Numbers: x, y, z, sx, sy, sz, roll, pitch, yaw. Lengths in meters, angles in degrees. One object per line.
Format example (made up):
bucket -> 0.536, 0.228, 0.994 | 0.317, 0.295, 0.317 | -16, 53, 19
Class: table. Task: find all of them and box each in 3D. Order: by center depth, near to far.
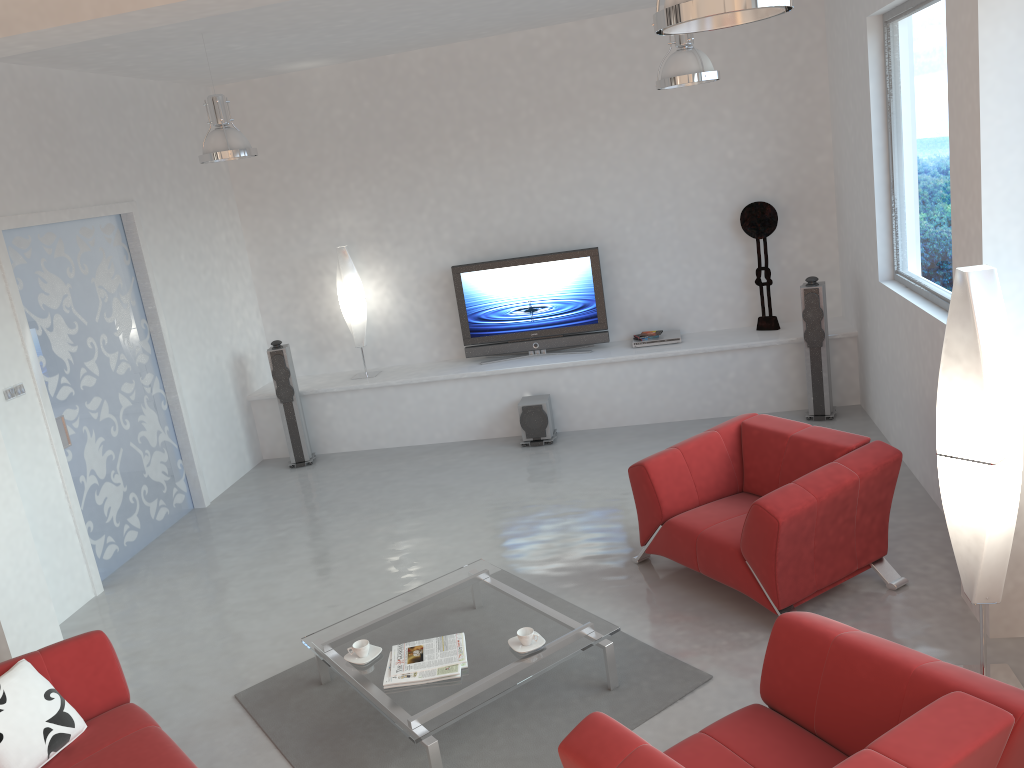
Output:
table -> -0.258, 1.328, 4.278 | 1.097, 0.286, 1.162 | -18, 17, -33

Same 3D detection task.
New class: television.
television -> 0.173, -0.715, 8.174 | 1.356, 0.919, 0.343 | -6, 14, 11

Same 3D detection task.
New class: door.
door -> -2.989, 0.016, 6.491 | 0.240, 2.550, 1.600 | -6, 14, 11

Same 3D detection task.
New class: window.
window -> 2.475, -1.305, 5.015 | 0.100, 1.800, 2.400 | -6, 14, 11

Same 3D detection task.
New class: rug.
rug -> -0.247, 1.471, 4.306 | 1.700, 0.025, 1.700 | -18, 17, -33

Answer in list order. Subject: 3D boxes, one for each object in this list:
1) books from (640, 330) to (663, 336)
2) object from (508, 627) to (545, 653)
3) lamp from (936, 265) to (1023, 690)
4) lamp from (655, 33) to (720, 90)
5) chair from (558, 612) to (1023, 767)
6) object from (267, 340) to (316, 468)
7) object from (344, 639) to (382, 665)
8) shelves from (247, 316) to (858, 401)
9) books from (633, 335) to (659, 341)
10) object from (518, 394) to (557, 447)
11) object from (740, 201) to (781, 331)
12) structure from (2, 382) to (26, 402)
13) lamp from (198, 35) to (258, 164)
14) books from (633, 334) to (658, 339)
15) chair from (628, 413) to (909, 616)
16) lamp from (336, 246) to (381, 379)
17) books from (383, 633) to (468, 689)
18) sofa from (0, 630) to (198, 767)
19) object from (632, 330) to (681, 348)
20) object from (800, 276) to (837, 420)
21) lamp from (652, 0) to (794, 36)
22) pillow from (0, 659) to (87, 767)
books -> 1.262, -0.459, 8.034 | 0.190, 0.015, 0.135 | -3, 15, 21
object -> 0.064, 1.156, 4.031 | 0.153, 0.069, 0.153 | -14, 15, -22
lamp -> 1.868, 0.419, 3.539 | 0.313, 1.779, 0.313 | -8, 14, 3
lamp -> 1.001, -2.183, 5.232 | 0.379, 0.800, 0.379 | -20, 18, -38
chair -> 0.887, 1.303, 2.773 | 1.288, 0.738, 0.951 | -16, 16, -28
object -> -2.041, 0.168, 8.148 | 0.255, 1.184, 0.273 | -10, 14, -4
object -> -0.699, 1.244, 4.143 | 0.153, 0.069, 0.153 | 2, 17, 36
shelves -> 0.231, -0.220, 8.179 | 5.500, 0.050, 0.650 | -6, 14, 11
books -> 1.217, -0.426, 8.052 | 0.190, 0.015, 0.135 | -15, 15, -23
object -> 0.217, 0.322, 7.847 | 0.336, 0.374, 0.337 | -6, 14, 11
object -> 2.197, -1.028, 7.755 | 0.331, 1.130, 0.108 | 1, 17, 35
structure -> -3.071, 0.048, 5.478 | 0.016, 0.080, 0.170 | -6, 14, 11
lamp -> -1.938, -1.878, 5.801 | 0.379, 0.800, 0.379 | -7, 14, 7
books -> 1.215, -0.441, 8.052 | 0.190, 0.015, 0.135 | -11, 14, -9
chair -> 1.364, 0.697, 4.899 | 0.951, 0.738, 1.288 | -16, 16, -28
lamp -> -1.486, -0.679, 8.371 | 0.263, 1.239, 0.263 | -8, 14, 3
books -> -0.381, 1.245, 4.019 | 0.367, 0.035, 0.345 | -8, 14, 1
sofa -> -1.623, 1.577, 3.207 | 0.951, 0.738, 1.929 | -20, 18, -37
object -> 1.318, -0.414, 8.067 | 0.430, 0.045, 0.352 | -6, 14, 11
object -> 2.497, -0.301, 7.265 | 0.255, 1.184, 0.273 | -2, 15, 25
lamp -> 0.530, -1.394, 2.376 | 0.379, 0.800, 0.379 | 3, 18, 39
pillow -> -1.983, 1.360, 3.554 | 0.288, 0.343, 0.402 | -4, 15, 18
